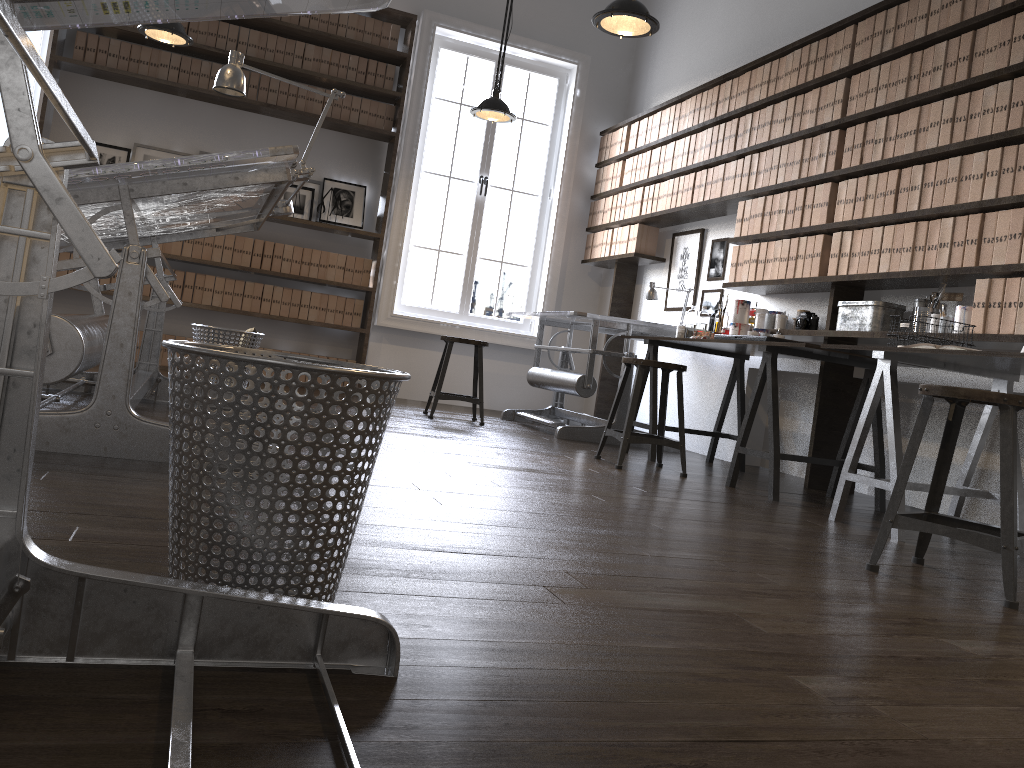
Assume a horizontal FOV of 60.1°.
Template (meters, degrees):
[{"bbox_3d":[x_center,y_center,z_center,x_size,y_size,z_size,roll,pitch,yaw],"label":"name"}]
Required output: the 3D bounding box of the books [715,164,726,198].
[{"bbox_3d":[1.385,-1.258,5.588,0.174,0.226,0.067,8,-1,-19],"label":"books"}]

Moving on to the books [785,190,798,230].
[{"bbox_3d":[1.603,-0.935,4.866,0.174,0.226,0.067,8,-1,-19],"label":"books"}]

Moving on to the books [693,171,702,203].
[{"bbox_3d":[1.298,-1.277,5.855,0.174,0.226,0.067,8,-1,-19],"label":"books"}]

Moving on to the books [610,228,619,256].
[{"bbox_3d":[0.875,-1.092,6.927,0.174,0.226,0.067,8,-1,-19],"label":"books"}]

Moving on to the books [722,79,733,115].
[{"bbox_3d":[1.446,-1.809,5.661,0.174,0.226,0.067,8,-1,-19],"label":"books"}]

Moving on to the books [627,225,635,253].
[{"bbox_3d":[0.971,-1.072,6.673,0.174,0.226,0.067,8,-1,-19],"label":"books"}]

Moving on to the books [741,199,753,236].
[{"bbox_3d":[1.464,-0.965,5.252,0.174,0.226,0.067,8,-1,-19],"label":"books"}]

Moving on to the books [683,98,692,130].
[{"bbox_3d":[1.284,-1.844,6.127,0.174,0.226,0.067,8,-1,-19],"label":"books"}]

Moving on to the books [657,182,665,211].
[{"bbox_3d":[1.136,-1.312,6.319,0.174,0.226,0.067,8,-1,-19],"label":"books"}]

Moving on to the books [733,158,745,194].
[{"bbox_3d":[1.453,-1.244,5.398,0.174,0.226,0.067,8,-1,-19],"label":"books"}]

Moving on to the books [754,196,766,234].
[{"bbox_3d":[1.504,-0.956,5.128,0.174,0.226,0.067,8,-1,-19],"label":"books"}]

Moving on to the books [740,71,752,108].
[{"bbox_3d":[1.514,-1.794,5.463,0.174,0.226,0.067,8,-1,-19],"label":"books"}]

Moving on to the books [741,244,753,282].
[{"bbox_3d":[1.446,-0.692,5.183,0.174,0.226,0.067,8,-1,-19],"label":"books"}]

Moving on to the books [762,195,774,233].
[{"bbox_3d":[1.532,-0.951,5.067,0.174,0.226,0.067,8,-1,-19],"label":"books"}]

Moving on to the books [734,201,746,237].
[{"bbox_3d":[1.439,-0.971,5.319,0.174,0.226,0.067,8,-1,-19],"label":"books"}]

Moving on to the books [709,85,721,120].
[{"bbox_3d":[1.397,-1.820,5.798,0.174,0.226,0.067,8,-1,-19],"label":"books"}]

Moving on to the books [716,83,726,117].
[{"bbox_3d":[1.427,-1.814,5.729,0.174,0.226,0.067,8,-1,-19],"label":"books"}]

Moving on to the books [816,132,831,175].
[{"bbox_3d":[1.709,-1.195,4.670,0.174,0.226,0.067,8,-1,-19],"label":"books"}]

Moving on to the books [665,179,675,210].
[{"bbox_3d":[1.176,-1.303,6.183,0.174,0.226,0.067,8,-1,-19],"label":"books"}]

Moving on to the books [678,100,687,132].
[{"bbox_3d":[1.265,-1.849,6.194,0.174,0.226,0.067,8,-1,-19],"label":"books"}]

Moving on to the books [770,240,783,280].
[{"bbox_3d":[1.540,-0.672,4.917,0.174,0.226,0.067,8,-1,-19],"label":"books"}]

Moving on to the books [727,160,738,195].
[{"bbox_3d":[1.431,-1.248,5.467,0.174,0.226,0.067,8,-1,-19],"label":"books"}]

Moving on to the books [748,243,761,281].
[{"bbox_3d":[1.469,-0.688,5.114,0.174,0.226,0.067,8,-1,-19],"label":"books"}]

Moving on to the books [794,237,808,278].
[{"bbox_3d":[1.609,-0.657,4.721,0.174,0.226,0.067,8,-1,-19],"label":"books"}]

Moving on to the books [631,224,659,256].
[{"bbox_3d":[0.992,-1.067,6.606,0.174,0.226,0.067,8,-1,-19],"label":"books"}]

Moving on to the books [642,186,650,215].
[{"bbox_3d":[1.059,-1.329,6.528,0.174,0.226,0.067,8,-1,-19],"label":"books"}]

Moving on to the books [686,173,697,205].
[{"bbox_3d":[1.268,-1.283,5.924,0.174,0.226,0.067,8,-1,-19],"label":"books"}]

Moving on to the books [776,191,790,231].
[{"bbox_3d":[1.575,-0.941,4.931,0.174,0.226,0.067,8,-1,-19],"label":"books"}]

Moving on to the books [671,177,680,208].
[{"bbox_3d":[1.200,-1.298,6.115,0.174,0.226,0.067,8,-1,-19],"label":"books"}]

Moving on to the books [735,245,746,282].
[{"bbox_3d":[1.427,-0.697,5.243,0.174,0.226,0.067,8,-1,-19],"label":"books"}]

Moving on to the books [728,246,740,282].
[{"bbox_3d":[1.401,-0.702,5.305,0.174,0.226,0.067,8,-1,-19],"label":"books"}]

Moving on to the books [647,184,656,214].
[{"bbox_3d":[1.084,-1.323,6.450,0.174,0.226,0.067,8,-1,-19],"label":"books"}]

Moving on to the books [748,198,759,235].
[{"bbox_3d":[1.487,-0.961,5.193,0.174,0.226,0.067,8,-1,-19],"label":"books"}]

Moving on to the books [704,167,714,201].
[{"bbox_3d":[1.345,-1.267,5.721,0.174,0.226,0.067,8,-1,-19],"label":"books"}]

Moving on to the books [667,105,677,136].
[{"bbox_3d":[1.213,-1.860,6.324,0.174,0.226,0.067,8,-1,-19],"label":"books"}]

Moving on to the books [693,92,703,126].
[{"bbox_3d":[1.329,-1.834,5.989,0.174,0.226,0.067,8,-1,-19],"label":"books"}]

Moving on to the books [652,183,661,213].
[{"bbox_3d":[1.111,-1.318,6.385,0.174,0.226,0.067,8,-1,-19],"label":"books"}]

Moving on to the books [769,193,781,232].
[{"bbox_3d":[1.556,-0.946,5.000,0.174,0.226,0.067,8,-1,-19],"label":"books"}]

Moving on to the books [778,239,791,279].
[{"bbox_3d":[1.561,-0.668,4.848,0.174,0.226,0.067,8,-1,-19],"label":"books"}]

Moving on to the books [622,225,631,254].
[{"bbox_3d":[0.941,-1.078,6.736,0.174,0.226,0.067,8,-1,-19],"label":"books"}]

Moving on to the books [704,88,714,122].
[{"bbox_3d":[1.378,-1.824,5.870,0.174,0.226,0.067,8,-1,-19],"label":"books"}]

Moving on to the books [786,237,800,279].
[{"bbox_3d":[1.584,-0.662,4.779,0.174,0.226,0.067,8,-1,-19],"label":"books"}]

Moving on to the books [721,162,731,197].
[{"bbox_3d":[1.411,-1.253,5.527,0.174,0.226,0.067,8,-1,-19],"label":"books"}]

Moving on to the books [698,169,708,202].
[{"bbox_3d":[1.317,-1.273,5.786,0.174,0.226,0.067,8,-1,-19],"label":"books"}]

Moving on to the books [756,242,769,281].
[{"bbox_3d":[1.496,-0.682,5.049,0.174,0.226,0.067,8,-1,-19],"label":"books"}]

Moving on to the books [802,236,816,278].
[{"bbox_3d":[1.633,-0.652,4.660,0.174,0.226,0.067,8,-1,-19],"label":"books"}]

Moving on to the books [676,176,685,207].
[{"bbox_3d":[1.225,-1.293,6.056,0.174,0.226,0.067,8,-1,-19],"label":"books"}]

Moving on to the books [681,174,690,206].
[{"bbox_3d":[1.249,-1.288,5.995,0.174,0.226,0.067,8,-1,-19],"label":"books"}]

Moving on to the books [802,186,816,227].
[{"bbox_3d":[1.652,-0.925,4.725,0.174,0.226,0.067,8,-1,-19],"label":"books"}]

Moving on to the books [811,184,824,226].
[{"bbox_3d":[1.675,-0.920,4.653,0.174,0.226,0.067,8,-1,-19],"label":"books"}]

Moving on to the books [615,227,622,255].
[{"bbox_3d":[0.901,-1.087,6.859,0.174,0.226,0.067,8,-1,-19],"label":"books"}]

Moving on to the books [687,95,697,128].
[{"bbox_3d":[1.305,-1.840,6.057,0.174,0.226,0.067,8,-1,-19],"label":"books"}]

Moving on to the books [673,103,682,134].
[{"bbox_3d":[1.240,-1.854,6.259,0.174,0.226,0.067,8,-1,-19],"label":"books"}]

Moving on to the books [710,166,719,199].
[{"bbox_3d":[1.368,-1.262,5.654,0.174,0.226,0.067,8,-1,-19],"label":"books"}]

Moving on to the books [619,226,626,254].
[{"bbox_3d":[0.923,-1.082,6.801,0.174,0.226,0.067,8,-1,-19],"label":"books"}]

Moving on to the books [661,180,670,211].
[{"bbox_3d":[1.155,-1.308,6.252,0.174,0.226,0.067,8,-1,-19],"label":"books"}]

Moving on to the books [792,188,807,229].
[{"bbox_3d":[1.623,-0.931,4.793,0.174,0.226,0.067,8,-1,-19],"label":"books"}]

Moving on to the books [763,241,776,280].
[{"bbox_3d":[1.520,-0.677,4.984,0.174,0.226,0.067,8,-1,-19],"label":"books"}]

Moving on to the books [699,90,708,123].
[{"bbox_3d":[1.354,-1.829,5.931,0.174,0.226,0.067,8,-1,-19],"label":"books"}]
